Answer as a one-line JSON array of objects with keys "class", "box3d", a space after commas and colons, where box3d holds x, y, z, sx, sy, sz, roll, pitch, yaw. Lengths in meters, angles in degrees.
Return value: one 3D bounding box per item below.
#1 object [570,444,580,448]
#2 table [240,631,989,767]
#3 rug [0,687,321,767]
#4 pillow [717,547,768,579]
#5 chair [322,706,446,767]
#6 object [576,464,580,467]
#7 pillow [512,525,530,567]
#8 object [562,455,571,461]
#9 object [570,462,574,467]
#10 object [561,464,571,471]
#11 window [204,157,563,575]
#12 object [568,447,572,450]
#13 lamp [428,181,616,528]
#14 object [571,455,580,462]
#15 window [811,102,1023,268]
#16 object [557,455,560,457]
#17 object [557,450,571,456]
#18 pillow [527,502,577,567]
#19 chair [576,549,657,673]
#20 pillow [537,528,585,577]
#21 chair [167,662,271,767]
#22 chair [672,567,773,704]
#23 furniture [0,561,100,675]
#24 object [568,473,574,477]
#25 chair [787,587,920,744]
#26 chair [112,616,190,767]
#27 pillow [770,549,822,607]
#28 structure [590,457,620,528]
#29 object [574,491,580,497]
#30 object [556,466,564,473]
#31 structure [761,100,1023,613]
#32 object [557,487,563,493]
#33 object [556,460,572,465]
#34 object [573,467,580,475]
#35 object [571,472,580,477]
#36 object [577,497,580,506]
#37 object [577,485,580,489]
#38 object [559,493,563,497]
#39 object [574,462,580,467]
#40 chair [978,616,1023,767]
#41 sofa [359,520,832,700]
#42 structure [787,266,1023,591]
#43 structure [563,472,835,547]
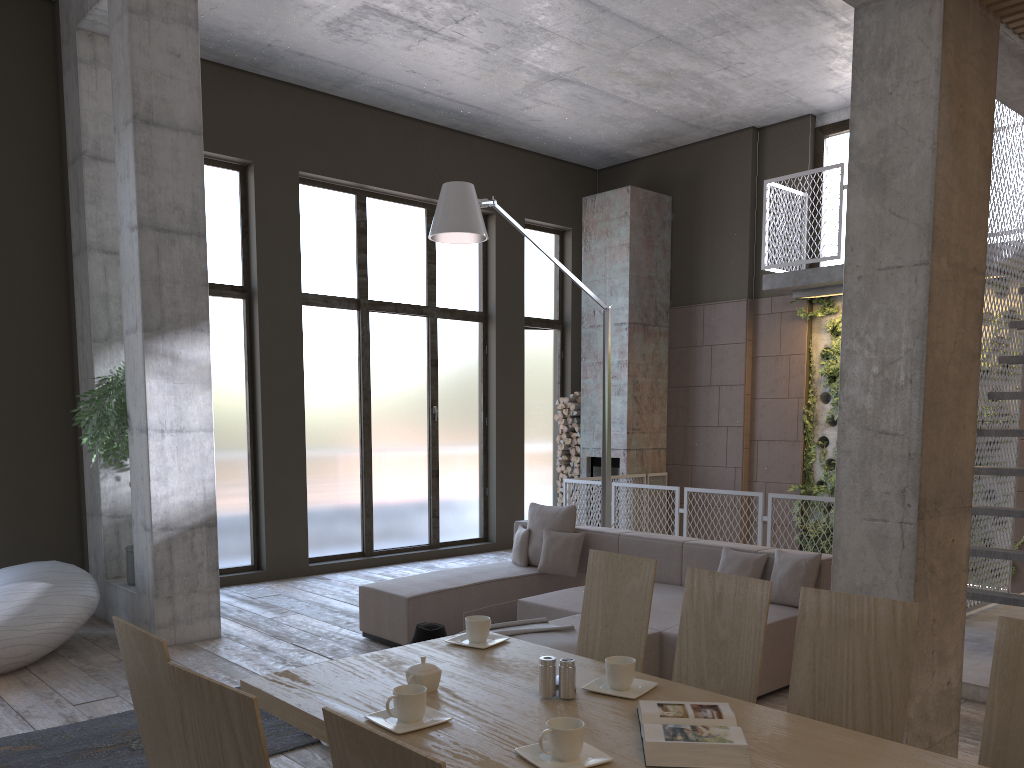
[{"class": "object", "box3d": [0.936, 0.834, 11.866, 0.331, 0.057, 0.088, 2, -1, -41]}, {"class": "table", "box3d": [1.252, 1.300, 1.243, 1.008, 0.931, 5.171, -1, -1, -42]}, {"class": "rug", "box3d": [-1.741, 1.884, 4.742, 2.909, 0.049, 1.159, 2, -3, -42]}, {"class": "pillow", "box3d": [1.562, 1.323, 6.046, 0.186, 0.363, 0.369, -4, 4, -43]}, {"class": "chair", "box3d": [0.045, 1.182, 1.742, 0.718, 1.208, 0.346, -4, 6, -42]}, {"class": "object", "box3d": [0.966, 1.088, 11.757, 0.250, 0.048, 0.062, 2, -1, -43]}, {"class": "pillow", "box3d": [0.084, 1.418, 7.601, 0.151, 0.380, 0.366, -1, 2, -9]}, {"class": "object", "box3d": [0.879, 1.013, 12.035, 0.434, 0.080, 0.114, 2, -1, -41]}, {"class": "object", "box3d": [0.958, 1.092, 11.925, 0.421, 0.068, 0.067, 2, 0, -41]}, {"class": "object", "box3d": [0.864, 1.141, 12.059, 0.454, 0.090, 0.090, 2, 0, -41]}, {"class": "window", "box3d": [-2.682, -0.117, 9.099, 9.177, 4.215, 0.208, 1, 4, -43]}, {"class": "object", "box3d": [0.915, 0.876, 11.932, 0.358, 0.075, 0.064, 2, 1, -40]}, {"class": "lamp", "box3d": [0.360, 0.287, 7.471, 0.752, 3.463, 2.612, 4, 5, 36]}, {"class": "object", "box3d": [0.988, 1.010, 11.893, 0.436, 0.094, 0.092, 2, 0, -41]}, {"class": "window", "box3d": [4.690, -2.079, 8.781, 0.109, 1.766, 3.554, -6, 3, -42]}, {"class": "object", "box3d": [0.799, 0.962, 12.102, 0.422, 0.072, 0.067, 2, 0, -41]}, {"class": "object", "box3d": [0.817, 0.940, 12.036, 0.454, 0.090, 0.090, 2, 0, -40]}, {"class": "pillow", "box3d": [0.305, 1.281, 7.391, 0.220, 0.563, 0.561, -4, 4, -40]}, {"class": "chair", "box3d": [0.142, 1.241, 3.187, 0.719, 1.208, 0.346, -3, 6, -38]}, {"class": "pillow", "box3d": [0.401, 1.374, 7.142, 0.376, 0.376, 0.167, 1, 5, 21]}, {"class": "chair", "box3d": [-0.355, 1.195, 2.060, 0.347, 1.208, 0.718, 5, 6, 43]}, {"class": "chair", "box3d": [0.435, 1.224, 2.772, 0.719, 1.208, 0.346, -3, 6, -37]}, {"class": "furniture", "box3d": [-3.931, 1.728, 6.230, 1.793, 0.819, 1.619, 0, -1, -5]}, {"class": "object", "box3d": [0.908, 1.232, 11.978, 0.358, 0.075, 0.064, 2, 1, -44]}, {"class": "chair", "box3d": [0.763, 1.208, 2.388, 0.718, 1.208, 0.346, -4, 7, -45]}, {"class": "chair", "box3d": [-0.659, 1.211, 2.466, 0.718, 1.208, 0.346, -4, 6, -42]}, {"class": "pillow", "box3d": [1.841, 1.275, 5.766, 0.187, 0.370, 0.360, -3, 4, -37]}, {"class": "structure", "box3d": [1.259, 1.417, 11.455, 0.056, 0.938, 0.572, -6, 7, -42]}, {"class": "object", "box3d": [1.041, 1.475, 11.873, 0.478, 0.084, 0.093, 2, 0, -41]}, {"class": "object", "box3d": [0.802, 1.173, 12.123, 0.436, 0.093, 0.091, 2, 0, -41]}, {"class": "structure", "box3d": [3.685, -0.074, 8.047, 3.023, 4.363, 3.666, -3, 4, -42]}, {"class": "object", "box3d": [0.806, 1.456, 12.162, 0.435, 0.108, 0.079, 2, 1, -42]}, {"class": "object", "box3d": [0.782, 1.067, 11.985, 0.421, 0.073, 0.071, 2, 0, -41]}, {"class": "object", "box3d": [0.961, 1.164, 11.771, 0.291, 0.104, 0.100, 1, 1, -43]}, {"class": "object", "box3d": [0.973, 1.216, 11.899, 0.362, 0.068, 0.121, 2, -1, -41]}, {"class": "object", "box3d": [1.029, 1.586, 11.847, 0.363, 0.127, 0.063, 1, 3, -40]}, {"class": "object", "box3d": [1.054, 1.395, 11.886, 0.434, 0.080, 0.114, 2, -1, -43]}, {"class": "object", "box3d": [0.806, 1.558, 12.190, 0.363, 0.119, 0.070, 1, 2, -42]}, {"class": "object", "box3d": [1.012, 1.087, 11.865, 0.421, 0.068, 0.067, 2, 0, -41]}, {"class": "chair", "box3d": [1.098, 1.193, 2.011, 0.719, 1.208, 0.346, -3, 6, -37]}, {"class": "sofa", "box3d": [0.149, 1.541, 6.027, 3.003, 0.793, 2.988, 2, -2, -42]}, {"class": "structure", "box3d": [4.118, 0.550, 9.291, 0.999, 3.864, 2.613, -5, 6, -42]}, {"class": "structure", "box3d": [2.798, 1.542, 9.312, 1.921, 0.943, 4.414, 1, -2, -42]}]
